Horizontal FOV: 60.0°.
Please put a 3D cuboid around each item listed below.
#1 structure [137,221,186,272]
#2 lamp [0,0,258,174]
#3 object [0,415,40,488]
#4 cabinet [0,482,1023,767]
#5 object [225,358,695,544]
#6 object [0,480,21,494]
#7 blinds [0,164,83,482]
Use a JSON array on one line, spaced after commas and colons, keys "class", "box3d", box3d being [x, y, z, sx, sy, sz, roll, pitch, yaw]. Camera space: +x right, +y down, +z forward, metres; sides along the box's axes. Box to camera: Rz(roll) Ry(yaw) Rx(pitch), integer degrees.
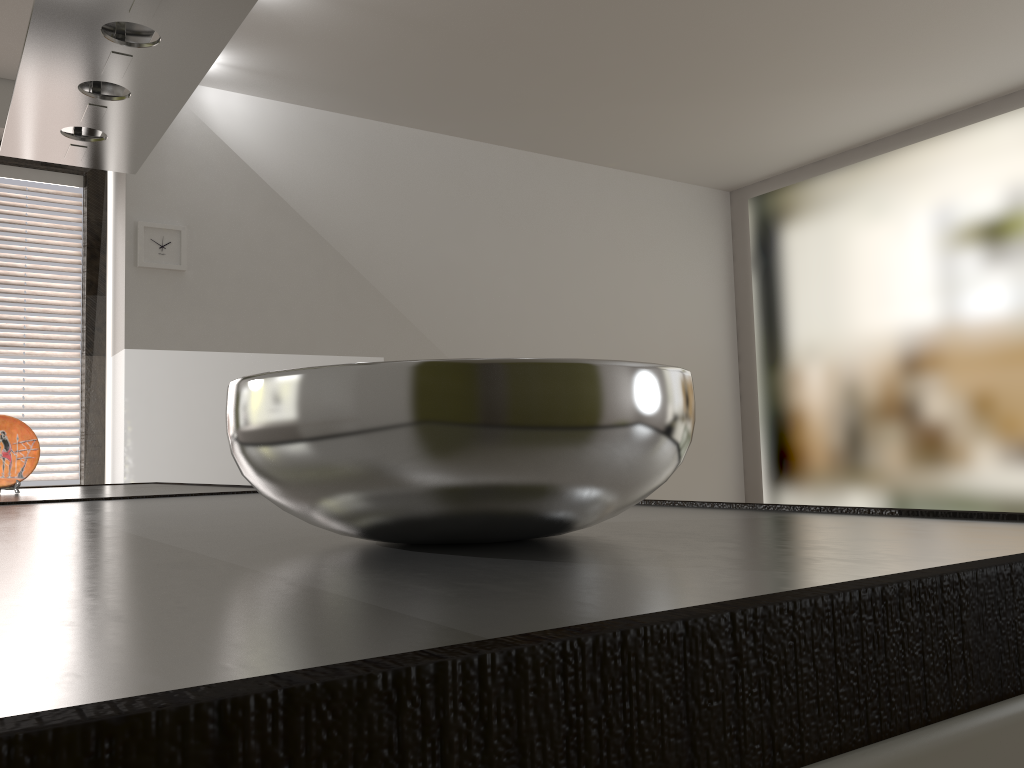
[{"class": "structure", "box3d": [-1.389, -0.545, 3.520, 0.180, 0.180, 0.026, 1, -6, -33]}, {"class": "lamp", "box3d": [-0.719, -0.987, 1.678, 0.326, 0.683, 1.677, 1, -6, -33]}, {"class": "object", "box3d": [-1.237, 0.161, 2.133, 0.184, 0.178, 0.055, 2, -6, -37]}, {"class": "cabinet", "box3d": [-0.637, 0.761, 1.511, 0.663, 1.134, 2.947, 1, -6, -33]}, {"class": "object", "box3d": [-0.032, 0.052, 0.608, 0.311, 0.105, 0.311, 0, -5, -21]}, {"class": "object", "box3d": [-1.235, 0.198, 2.130, 0.088, 0.131, 0.072, 2, -6, -38]}, {"class": "blinds", "box3d": [-6.296, -2.557, 4.419, 9.030, 12.704, 16.000, -2, -5, 6]}]
